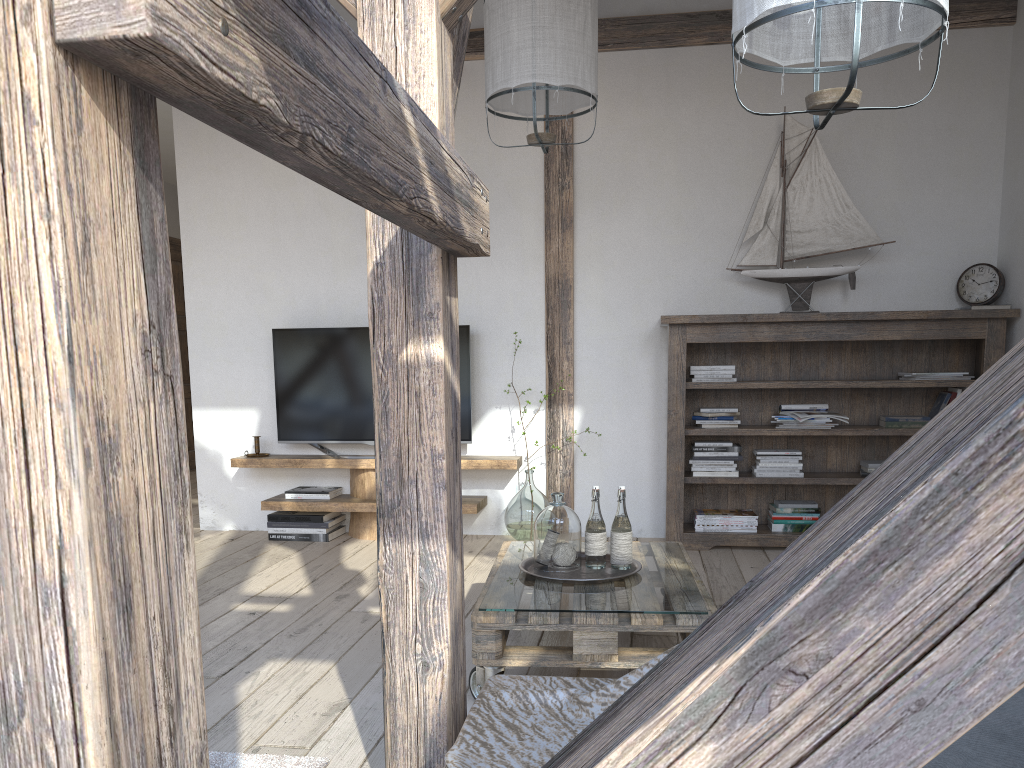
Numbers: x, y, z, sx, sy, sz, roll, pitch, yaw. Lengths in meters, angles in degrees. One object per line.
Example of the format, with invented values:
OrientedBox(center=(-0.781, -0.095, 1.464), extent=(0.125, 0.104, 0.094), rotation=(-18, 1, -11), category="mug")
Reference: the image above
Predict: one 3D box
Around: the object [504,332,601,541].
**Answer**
OrientedBox(center=(0.210, 0.284, 4.659), extent=(0.515, 1.138, 0.270), rotation=(-1, 8, -5), category="object")

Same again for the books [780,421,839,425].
OrientedBox(center=(1.480, 0.195, 4.403), extent=(0.258, 0.009, 0.202), rotation=(0, 2, 10), category="books")

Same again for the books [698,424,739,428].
OrientedBox(center=(1.055, 0.210, 4.512), extent=(0.184, 0.020, 0.138), rotation=(-1, 2, 4), category="books")

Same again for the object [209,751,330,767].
OrientedBox(center=(-2.179, 0.937, 1.338), extent=(3.186, 0.057, 2.163), rotation=(0, 2, 9), category="object")

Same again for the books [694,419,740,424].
OrientedBox(center=(1.051, 0.191, 4.510), extent=(0.219, 0.017, 0.155), rotation=(0, 2, 9), category="books")

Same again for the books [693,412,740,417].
OrientedBox(center=(1.048, 0.151, 4.503), extent=(0.198, 0.021, 0.131), rotation=(-1, 2, -25), category="books")

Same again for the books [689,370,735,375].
OrientedBox(center=(1.017, -0.060, 4.482), extent=(0.219, 0.021, 0.156), rotation=(0, 2, 9), category="books")

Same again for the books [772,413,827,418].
OrientedBox(center=(1.449, 0.160, 4.428), extent=(0.258, 0.009, 0.202), rotation=(0, 2, 20), category="books")

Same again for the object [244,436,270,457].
OrientedBox(center=(-1.433, 0.351, 4.949), extent=(0.139, 0.114, 0.138), rotation=(-1, 4, -9), category="object")

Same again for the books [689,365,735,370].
OrientedBox(center=(1.018, -0.083, 4.485), extent=(0.219, 0.021, 0.156), rotation=(0, 2, 9), category="books")

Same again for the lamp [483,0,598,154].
OrientedBox(center=(0.103, -1.409, 3.120), extent=(0.404, 1.100, 0.396), rotation=(-7, 10, -40), category="lamp")

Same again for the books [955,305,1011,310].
OrientedBox(center=(2.275, -0.362, 4.259), extent=(0.178, 0.026, 0.233), rotation=(0, 2, 9), category="books")

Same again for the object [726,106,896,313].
OrientedBox(center=(1.454, -0.842, 4.283), extent=(0.789, 1.008, 0.138), rotation=(1, 8, 13), category="object")

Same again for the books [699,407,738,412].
OrientedBox(center=(1.055, 0.132, 4.501), extent=(0.184, 0.019, 0.138), rotation=(0, 2, 9), category="books")

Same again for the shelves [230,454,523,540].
OrientedBox(center=(-0.752, 0.630, 4.843), extent=(1.602, 0.458, 0.326), rotation=(0, 6, 9), category="shelves")

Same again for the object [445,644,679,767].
OrientedBox(center=(0.097, 0.662, 1.507), extent=(1.005, 0.481, 0.804), rotation=(2, 4, 38), category="object")

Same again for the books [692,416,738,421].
OrientedBox(center=(1.043, 0.172, 4.509), extent=(0.208, 0.021, 0.145), rotation=(0, 2, 24), category="books")

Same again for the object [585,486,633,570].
OrientedBox(center=(0.311, 0.461, 2.835), extent=(0.154, 0.272, 0.070), rotation=(0, 8, 9), category="object")

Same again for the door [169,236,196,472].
OrientedBox(center=(-2.955, -0.237, 7.760), extent=(0.082, 2.103, 0.828), rotation=(1, 8, 9), category="door")

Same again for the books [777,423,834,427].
OrientedBox(center=(1.467, 0.204, 4.408), extent=(0.258, 0.009, 0.202), rotation=(0, 2, 13), category="books")

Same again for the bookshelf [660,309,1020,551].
OrientedBox(center=(1.558, 0.247, 4.406), extent=(1.623, 1.194, 0.342), rotation=(0, 8, 9), category="bookshelf")

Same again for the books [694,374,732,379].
OrientedBox(center=(1.016, -0.038, 4.466), extent=(0.184, 0.019, 0.138), rotation=(0, 2, 9), category="books")

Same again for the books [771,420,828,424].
OrientedBox(center=(1.450, 0.186, 4.420), extent=(0.257, 0.009, 0.202), rotation=(0, 2, 25), category="books")

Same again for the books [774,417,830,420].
OrientedBox(center=(1.453, 0.169, 4.424), extent=(0.258, 0.009, 0.202), rotation=(0, 2, 15), category="books")

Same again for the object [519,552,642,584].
OrientedBox(center=(0.218, 0.591, 2.826), extent=(0.394, 0.022, 0.391), rotation=(0, 2, 28), category="object")

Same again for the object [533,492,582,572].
OrientedBox(center=(0.148, 0.474, 2.862), extent=(0.155, 0.251, 0.154), rotation=(-3, 7, -23), category="object")

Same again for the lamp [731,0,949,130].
OrientedBox(center=(0.640, -1.311, 1.675), extent=(0.397, 1.541, 0.403), rotation=(-7, 11, -40), category="lamp")

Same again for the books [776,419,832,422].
OrientedBox(center=(1.460, 0.178, 4.412), extent=(0.258, 0.009, 0.202), rotation=(0, 2, 15), category="books")

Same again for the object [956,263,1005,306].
OrientedBox(center=(2.277, -0.480, 4.279), extent=(0.203, 0.213, 0.081), rotation=(4, 9, 44), category="object")

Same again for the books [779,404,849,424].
OrientedBox(center=(1.500, 0.150, 4.387), extent=(0.261, 0.089, 0.219), rotation=(-1, 3, -11), category="books")

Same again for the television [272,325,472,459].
OrientedBox(center=(-0.762, 0.047, 4.801), extent=(1.102, 0.717, 0.203), rotation=(0, 8, 9), category="television")

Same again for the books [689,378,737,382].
OrientedBox(center=(1.020, -0.021, 4.488), extent=(0.219, 0.017, 0.155), rotation=(-1, 2, 4), category="books")
